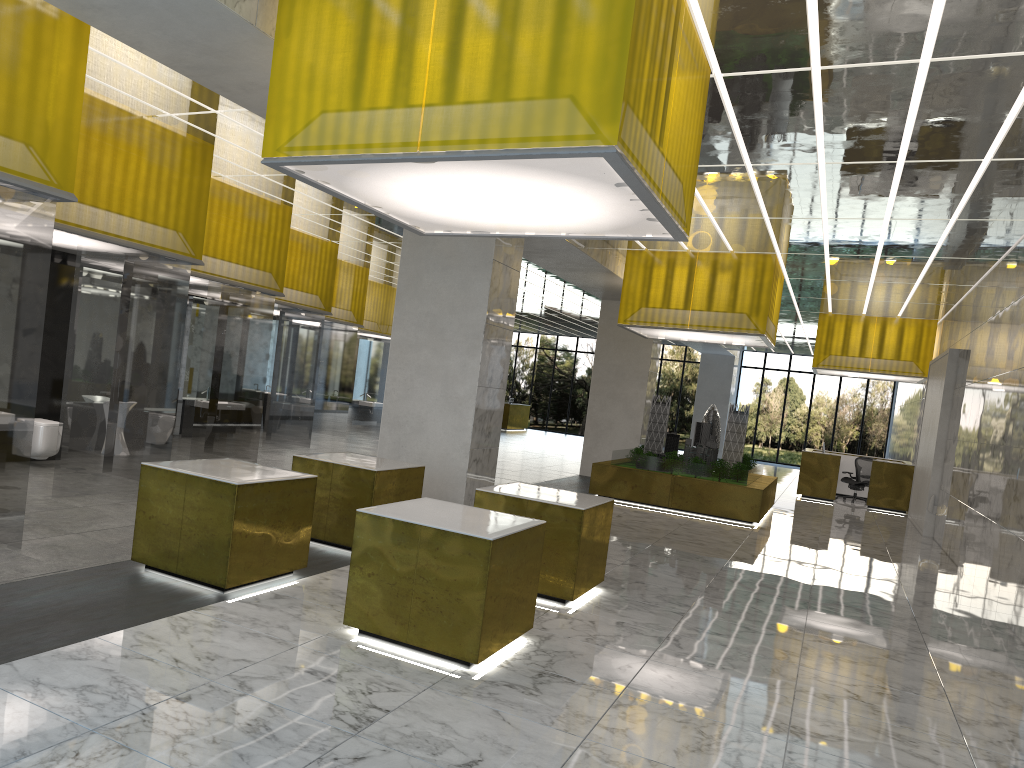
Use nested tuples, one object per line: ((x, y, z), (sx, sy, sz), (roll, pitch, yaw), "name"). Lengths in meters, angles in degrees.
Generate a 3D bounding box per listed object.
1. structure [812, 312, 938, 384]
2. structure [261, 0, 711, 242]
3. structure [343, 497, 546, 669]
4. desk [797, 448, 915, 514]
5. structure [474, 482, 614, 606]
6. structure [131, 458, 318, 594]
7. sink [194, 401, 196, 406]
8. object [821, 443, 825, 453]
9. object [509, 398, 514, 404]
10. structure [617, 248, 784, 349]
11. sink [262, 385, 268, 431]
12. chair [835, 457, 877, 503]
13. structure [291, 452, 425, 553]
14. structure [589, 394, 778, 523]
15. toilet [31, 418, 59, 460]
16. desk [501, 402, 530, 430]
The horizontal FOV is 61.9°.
((11.708, -1.380, 27.739), (3.392, 2.272, 2.992), (7, 1, 25), "structure")
((-0.061, -2.852, 8.206), (3.391, 2.272, 3.113), (7, 1, 25), "structure")
((-0.604, 1.811, 8.003), (1.422, 1.175, 1.386), (7, 1, 25), "structure")
((11.188, 3.105, 27.881), (3.352, 1.510, 3.344), (7, 0, 25), "desk")
((0.362, 1.936, 10.541), (1.422, 1.175, 1.386), (7, 1, 25), "structure")
((-3.142, 1.518, 9.393), (1.422, 1.175, 1.386), (7, 1, 25), "structure")
((-8.158, 0.508, 23.691), (0.910, 1.054, 1.332), (7, 1, 23), "sink")
((10.466, 2.298, 28.317), (0.573, 0.668, 0.720), (8, 1, 24), "object")
((-0.151, 1.142, 49.346), (0.573, 0.668, 0.720), (8, 1, 24), "object")
((4.635, -2.244, 20.538), (3.392, 2.272, 3.114), (7, 1, 25), "structure")
((-8.008, 0.831, 28.508), (0.804, 1.516, 0.989), (6, 2, -25), "sink")
((11.257, 3.107, 27.686), (0.971, 1.496, 1.189), (6, 2, -41), "chair")
((-2.178, 1.643, 11.925), (1.422, 1.175, 1.386), (7, 1, 25), "structure")
((4.641, 1.674, 21.806), (4.031, 2.574, 4.944), (7, 0, 24), "structure")
((-8.564, 1.000, 15.439), (0.871, 0.688, 0.485), (7, 1, 27), "toilet")
((-1.064, 1.760, 49.800), (3.352, 1.510, 3.344), (7, 0, 25), "desk")
